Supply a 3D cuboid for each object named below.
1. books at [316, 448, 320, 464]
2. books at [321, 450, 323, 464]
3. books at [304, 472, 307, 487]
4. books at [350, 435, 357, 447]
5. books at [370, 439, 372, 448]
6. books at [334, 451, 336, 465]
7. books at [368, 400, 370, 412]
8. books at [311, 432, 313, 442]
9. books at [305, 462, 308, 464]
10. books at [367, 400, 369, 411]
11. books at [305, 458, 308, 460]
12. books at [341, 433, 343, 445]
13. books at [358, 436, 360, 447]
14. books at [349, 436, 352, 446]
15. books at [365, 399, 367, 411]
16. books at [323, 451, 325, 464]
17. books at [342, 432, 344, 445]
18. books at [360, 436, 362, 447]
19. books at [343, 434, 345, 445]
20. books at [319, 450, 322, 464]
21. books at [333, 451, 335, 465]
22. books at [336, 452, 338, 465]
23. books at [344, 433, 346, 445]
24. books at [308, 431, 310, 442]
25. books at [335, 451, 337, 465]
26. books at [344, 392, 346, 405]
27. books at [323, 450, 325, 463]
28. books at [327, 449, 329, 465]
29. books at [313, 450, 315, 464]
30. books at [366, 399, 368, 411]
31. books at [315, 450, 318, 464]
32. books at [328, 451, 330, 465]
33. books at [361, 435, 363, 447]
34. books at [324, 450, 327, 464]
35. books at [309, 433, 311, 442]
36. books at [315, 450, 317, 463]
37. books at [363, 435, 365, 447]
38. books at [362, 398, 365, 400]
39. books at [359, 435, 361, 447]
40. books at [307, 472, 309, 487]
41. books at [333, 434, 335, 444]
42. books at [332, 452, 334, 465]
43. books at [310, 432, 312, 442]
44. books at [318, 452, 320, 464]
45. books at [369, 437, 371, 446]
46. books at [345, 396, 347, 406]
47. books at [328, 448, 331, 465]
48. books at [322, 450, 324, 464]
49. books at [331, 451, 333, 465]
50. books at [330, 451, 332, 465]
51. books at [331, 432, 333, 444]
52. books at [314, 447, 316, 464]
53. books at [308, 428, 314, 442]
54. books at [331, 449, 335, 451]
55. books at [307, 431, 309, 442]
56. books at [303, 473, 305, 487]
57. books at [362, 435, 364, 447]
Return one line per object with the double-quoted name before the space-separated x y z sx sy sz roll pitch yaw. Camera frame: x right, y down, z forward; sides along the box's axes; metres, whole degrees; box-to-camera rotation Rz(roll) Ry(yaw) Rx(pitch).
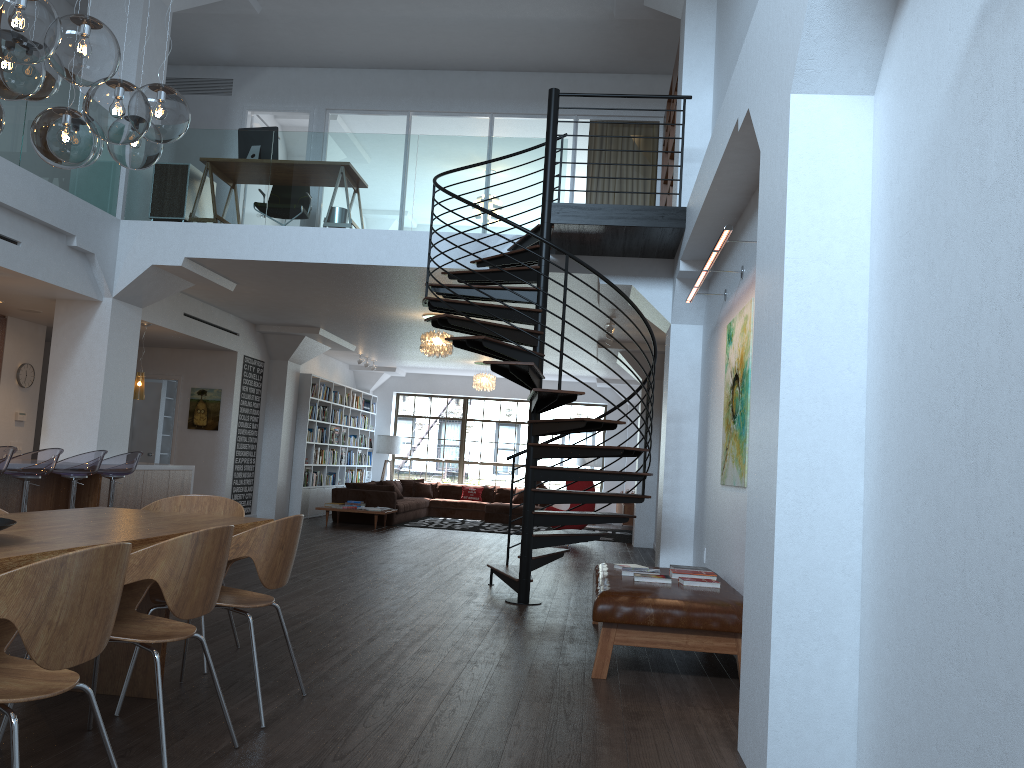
"books" -3.456 1.251 15.468 0.176 0.290 0.053 3 -5 6
"books" -3.434 1.290 15.672 0.183 0.253 0.034 3 -5 6
"books" -3.527 1.594 14.823 0.174 0.240 0.054 3 -5 6
"books" -3.195 1.143 17.871 0.140 0.231 0.042 3 -5 6
"books" -3.095 1.264 19.018 0.182 0.215 0.188 3 -5 6
"books" -3.361 1.360 16.420 0.180 0.259 0.060 3 -5 5
"books" -3.098 0.458 18.682 0.183 0.253 0.042 3 -5 6
"books" -3.444 0.901 15.048 0.107 0.167 0.017 3 -5 6
"books" -3.541 1.320 14.870 0.197 0.035 0.284 4 -5 -4
"books" -3.104 0.449 18.595 0.183 0.253 0.042 3 -5 6
"books" -3.539 1.252 14.871 0.174 0.032 0.254 4 -5 1
"books" -3.299 1.047 16.843 0.161 0.223 0.030 3 -5 6
"books" -3.185 1.167 18.068 0.161 0.223 0.032 3 -5 6
"books" -3.232 1.120 17.504 0.140 0.206 0.042 3 -5 6
"books" -3.120 0.436 18.466 0.183 0.253 0.042 3 -5 6
"books" -3.432 1.306 15.777 0.174 0.240 0.045 3 -5 6
"books" -3.294 1.036 16.884 0.174 0.251 0.051 3 -5 6
"books" -3.169 1.178 18.186 0.161 0.223 0.032 3 -5 6
"books" -3.284 1.058 16.953 0.161 0.223 0.030 3 -5 6
"books" -3.440 1.285 15.590 0.171 0.246 0.057 3 -5 6
"books" -3.361 1.356 16.337 0.183 0.253 0.034 3 -5 5
"books" -3.355 1.383 16.556 0.174 0.240 0.045 3 -5 5
"books" -3.284 1.056 17.057 0.171 0.246 0.036 3 -5 6
"books" -3.477 0.877 14.900 0.134 0.184 0.030 3 -5 6
"books" -3.358 1.372 16.518 0.183 0.253 0.034 3 -5 5
"books" -3.260 0.283 16.875 0.183 0.253 0.042 3 -5 6
"books" -3.428 1.296 15.738 0.183 0.253 0.034 3 -5 6
"books" -3.407 1.306 15.995 0.198 0.284 0.066 3 -5 5
"books" -3.479 1.246 15.198 0.189 0.247 0.057 3 -5 6
"books" -3.112 0.441 18.508 0.183 0.253 0.042 3 -5 6
"books" -3.463 1.265 15.383 0.171 0.246 0.057 3 -5 6
"books" -3.390 1.328 16.037 0.160 0.250 0.026 3 -5 5
"books" -3.169 1.177 18.297 0.171 0.246 0.039 3 -5 6
"books" -3.415 1.306 15.840 0.183 0.253 0.034 3 -5 6
"books" -3.456 0.899 14.959 0.110 0.153 0.019 3 -5 6
"books" -3.470 1.263 15.337 0.159 0.241 0.038 3 -5 6
"books" -3.153 1.190 18.461 0.183 0.253 0.042 3 -5 6
"books" -3.143 0.419 18.293 0.183 0.253 0.042 3 -5 6
"books" -3.180 1.162 18.112 0.174 0.240 0.054 3 -5 6
"books" -3.526 1.597 14.936 0.183 0.253 0.042 3 -5 6
"books" -3.345 1.006 16.340 0.161 0.207 0.135 3 -5 5
"books" -3.376 1.358 16.299 0.174 0.240 0.045 3 -5 5
"books" -3.455 0.896 14.998 0.120 0.167 0.020 3 -5 6
"books" -3.453 1.288 15.504 0.161 0.223 0.026 3 -5 6
"books" -3.122 1.253 18.968 0.182 0.226 0.173 3 -5 6
"books" -3.253 0.301 16.961 0.174 0.236 0.136 3 -5 5
"books" -3.389 1.314 16.104 0.176 0.290 0.053 3 -5 5
"books" -3.427 1.293 15.705 0.183 0.253 0.034 3 -5 6
"books" -3.377 1.348 16.222 0.171 0.246 0.057 3 -5 5
"books" -3.385 1.336 16.145 0.183 0.253 0.034 3 -5 5
"books" -3.355 0.982 16.184 0.161 0.223 0.032 3 -5 6
"books" -3.455 1.227 15.249 0.140 0.298 0.044 3 -5 6
"books" -3.455 0.871 15.086 0.140 0.231 0.042 3 -5 6
"books" -3.366 1.340 16.374 0.176 0.290 0.036 3 -5 5
"books" -3.473 0.876 14.852 0.128 0.178 0.022 3 -5 6
"books" -3.532 1.598 14.780 0.161 0.223 0.032 3 -5 6
"books" -3.166 1.178 18.376 0.180 0.259 0.042 3 -5 6
